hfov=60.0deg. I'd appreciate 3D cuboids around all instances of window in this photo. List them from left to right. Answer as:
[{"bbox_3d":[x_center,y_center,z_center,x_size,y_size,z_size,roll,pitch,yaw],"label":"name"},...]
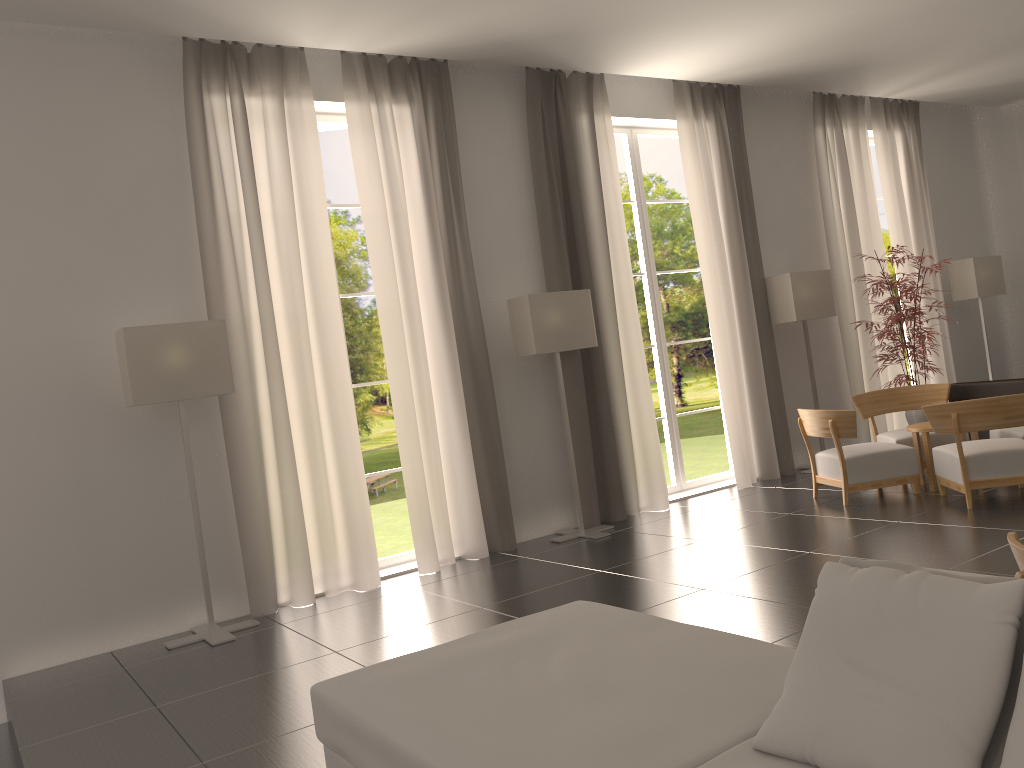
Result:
[{"bbox_3d":[-2.177,-0.519,10.998,2.646,5.751,0.110,-8,0,-33],"label":"window"},{"bbox_3d":[2.223,-1.168,13.867,2.646,5.751,0.110,-8,0,-33],"label":"window"},{"bbox_3d":[6.624,-1.816,16.737,2.646,5.751,0.110,-8,0,-33],"label":"window"},{"bbox_3d":[15.889,-5.644,9.793,48.681,20.584,99.000,-8,1,-33],"label":"window"}]

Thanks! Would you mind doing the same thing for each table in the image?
[{"bbox_3d":[5.631,0.910,11.477,0.870,0.803,0.869,-8,0,-10],"label":"table"}]

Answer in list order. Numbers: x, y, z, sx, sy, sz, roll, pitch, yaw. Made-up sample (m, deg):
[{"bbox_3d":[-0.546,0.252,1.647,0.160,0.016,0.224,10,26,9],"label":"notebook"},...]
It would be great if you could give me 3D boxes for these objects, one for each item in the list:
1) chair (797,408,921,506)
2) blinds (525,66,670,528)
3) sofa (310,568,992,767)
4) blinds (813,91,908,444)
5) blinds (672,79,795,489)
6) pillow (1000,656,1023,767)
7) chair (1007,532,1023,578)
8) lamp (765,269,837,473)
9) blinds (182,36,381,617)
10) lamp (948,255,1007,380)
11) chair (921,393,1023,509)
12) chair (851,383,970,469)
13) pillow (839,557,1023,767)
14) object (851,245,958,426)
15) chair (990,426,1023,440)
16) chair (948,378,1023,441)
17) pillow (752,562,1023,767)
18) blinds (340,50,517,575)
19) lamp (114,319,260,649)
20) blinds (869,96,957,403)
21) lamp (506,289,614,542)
[{"bbox_3d":[4.467,0.859,11.573,1.151,1.227,1.451,-8,0,-8],"label":"chair"},{"bbox_3d":[1.144,-1.314,12.469,1.551,6.433,0.414,-8,0,-29],"label":"blinds"},{"bbox_3d":[-0.378,1.648,1.773,5.611,1.205,5.519,-8,1,-33],"label":"sofa"},{"bbox_3d":[6.193,-2.058,15.762,1.551,6.433,0.414,-8,0,-29],"label":"blinds"},{"bbox_3d":[3.502,-1.661,14.005,1.552,6.433,0.417,-8,-1,-37],"label":"blinds"},{"bbox_3d":[1.706,0.916,2.321,0.596,0.595,0.801,-8,0,-32],"label":"pillow"},{"bbox_3d":[2.722,1.194,3.335,1.151,1.227,1.451,-8,0,-8],"label":"chair"},{"bbox_3d":[4.840,-0.211,14.322,1.001,3.179,0.907,-8,0,-33],"label":"lamp"},{"bbox_3d":[-2.634,-0.757,10.005,1.551,6.433,0.414,-8,0,-29],"label":"blinds"},{"bbox_3d":[9.167,-0.848,17.144,1.001,3.179,0.907,-8,0,-33],"label":"lamp"},{"bbox_3d":[5.537,0.723,10.297,1.451,1.227,1.151,-8,0,12],"label":"chair"},{"bbox_3d":[5.736,0.669,12.631,1.452,1.227,1.151,-8,0,2],"label":"chair"},{"bbox_3d":[1.389,0.971,3.078,0.550,0.577,0.918,-8,0,-33],"label":"pillow"},{"bbox_3d":[6.201,-0.503,14.004,1.487,3.398,1.773,-8,0,42],"label":"object"},{"bbox_3d":[6.879,0.523,11.335,1.150,1.227,1.452,-8,0,7],"label":"chair"},{"bbox_3d":[7.918,0.416,13.975,1.501,1.076,1.536,-8,0,-33],"label":"chair"},{"bbox_3d":[1.268,0.968,3.004,0.586,0.598,0.800,-8,0,-33],"label":"pillow"},{"bbox_3d":[-1.026,-0.994,11.052,1.552,6.433,0.417,-8,-1,-37],"label":"blinds"},{"bbox_3d":[-3.265,0.983,9.037,1.001,3.179,0.907,-8,0,-33],"label":"lamp"},{"bbox_3d":[7.604,-2.266,16.680,1.552,6.433,0.417,-8,-1,-37],"label":"blinds"},{"bbox_3d":[0.698,0.400,11.621,1.001,3.179,0.907,-8,0,-33],"label":"lamp"}]
